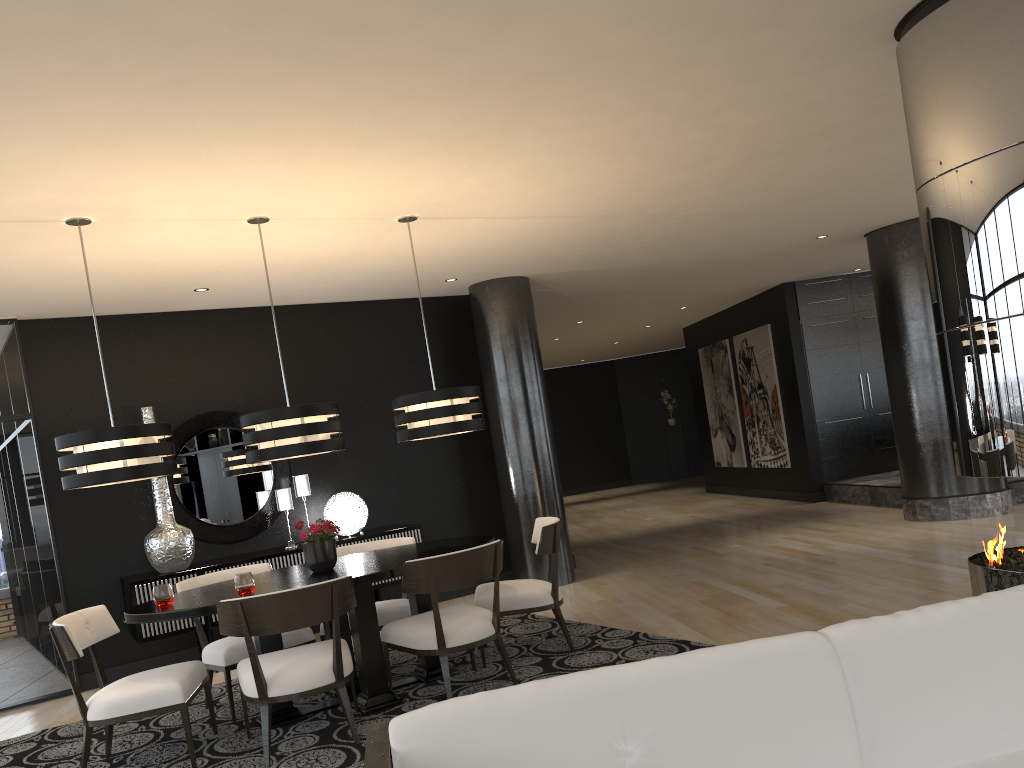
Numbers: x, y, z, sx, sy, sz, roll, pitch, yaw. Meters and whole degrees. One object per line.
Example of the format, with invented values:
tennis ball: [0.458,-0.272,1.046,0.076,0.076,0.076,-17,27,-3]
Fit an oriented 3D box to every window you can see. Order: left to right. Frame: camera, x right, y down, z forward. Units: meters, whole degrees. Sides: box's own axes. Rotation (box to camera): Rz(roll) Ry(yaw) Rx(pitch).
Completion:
window: [3.765,-1.434,3.780,15.811,4.786,10.189,-8,-3,-21]

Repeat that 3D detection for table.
table: [-0.987,1.420,4.946,2.093,0.769,1.217,-7,-3,-29]

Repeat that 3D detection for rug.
rug: [-0.989,1.804,4.938,3.699,0.011,2.738,-7,-4,-31]

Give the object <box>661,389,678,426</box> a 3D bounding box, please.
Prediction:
object: [3.350,0.488,18.675,0.340,0.787,0.227,-9,1,21]

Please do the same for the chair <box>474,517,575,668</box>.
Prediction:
chair: [0.066,1.274,5.485,0.616,0.806,0.643,-9,0,-2]

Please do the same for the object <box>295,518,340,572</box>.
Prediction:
object: [-1.067,0.892,4.913,0.236,0.298,0.230,-9,0,-28]

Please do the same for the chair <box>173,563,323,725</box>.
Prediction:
chair: [-1.573,1.514,5.252,0.638,0.806,0.620,-8,-1,-45]

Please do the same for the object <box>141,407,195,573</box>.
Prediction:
object: [-2.565,0.769,6.444,0.342,1.210,0.344,-9,1,-22]

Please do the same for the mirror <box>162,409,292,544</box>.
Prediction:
mirror: [-2.284,0.735,7.017,1.069,1.079,0.025,-8,1,-30]

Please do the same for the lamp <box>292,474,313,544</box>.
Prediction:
lamp: [-1.656,1.003,7.085,0.133,0.550,0.124,-8,2,22]

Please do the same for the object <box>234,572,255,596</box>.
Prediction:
object: [-1.328,0.993,4.386,0.095,0.106,0.096,-9,-1,-19]

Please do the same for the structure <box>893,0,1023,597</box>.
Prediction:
structure: [2.076,-0.156,3.399,0.584,2.744,0.895,-9,1,-20]

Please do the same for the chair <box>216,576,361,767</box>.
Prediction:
chair: [-1.061,1.373,4.327,0.639,0.806,0.619,-9,0,-21]

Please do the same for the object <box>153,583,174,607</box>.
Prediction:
object: [-1.755,1.064,4.441,0.096,0.106,0.095,-9,-1,26]

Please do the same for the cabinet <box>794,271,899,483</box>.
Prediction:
cabinet: [6.411,-0.393,11.575,5.715,2.529,0.729,-8,1,-8]

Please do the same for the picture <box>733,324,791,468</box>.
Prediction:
picture: [3.382,0.203,11.941,0.077,1.874,1.157,-9,0,-9]

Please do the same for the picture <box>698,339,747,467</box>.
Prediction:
picture: [3.187,0.326,13.334,0.077,1.874,1.157,-9,0,-9]

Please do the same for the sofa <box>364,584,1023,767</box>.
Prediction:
sofa: [0.786,0.910,1.676,2.028,0.804,0.840,-8,-1,-8]

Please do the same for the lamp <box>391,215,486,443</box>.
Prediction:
lamp: [-0.525,-0.343,5.315,0.532,1.330,0.538,-9,1,-31]

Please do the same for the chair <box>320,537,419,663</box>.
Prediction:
chair: [-0.873,1.429,5.618,0.642,0.807,0.616,-9,0,-2]

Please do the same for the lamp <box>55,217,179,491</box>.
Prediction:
lamp: [-2.061,-0.163,4.420,0.532,1.330,0.538,-9,1,-31]

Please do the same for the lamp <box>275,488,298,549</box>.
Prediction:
lamp: [-1.769,1.055,6.947,0.124,0.466,0.132,-9,1,-8]

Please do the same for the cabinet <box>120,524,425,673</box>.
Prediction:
cabinet: [-1.777,1.676,6.920,2.223,0.767,0.614,-7,-1,-30]

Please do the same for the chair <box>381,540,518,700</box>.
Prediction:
chair: [-0.340,1.292,4.788,0.638,0.806,0.620,-9,0,-38]

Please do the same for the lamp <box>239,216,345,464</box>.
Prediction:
lamp: [-1.293,-0.253,4.868,0.532,1.330,0.538,-9,1,-31]

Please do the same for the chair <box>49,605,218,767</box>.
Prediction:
chair: [-1.886,1.507,4.398,0.614,0.806,0.644,-9,0,-10]
